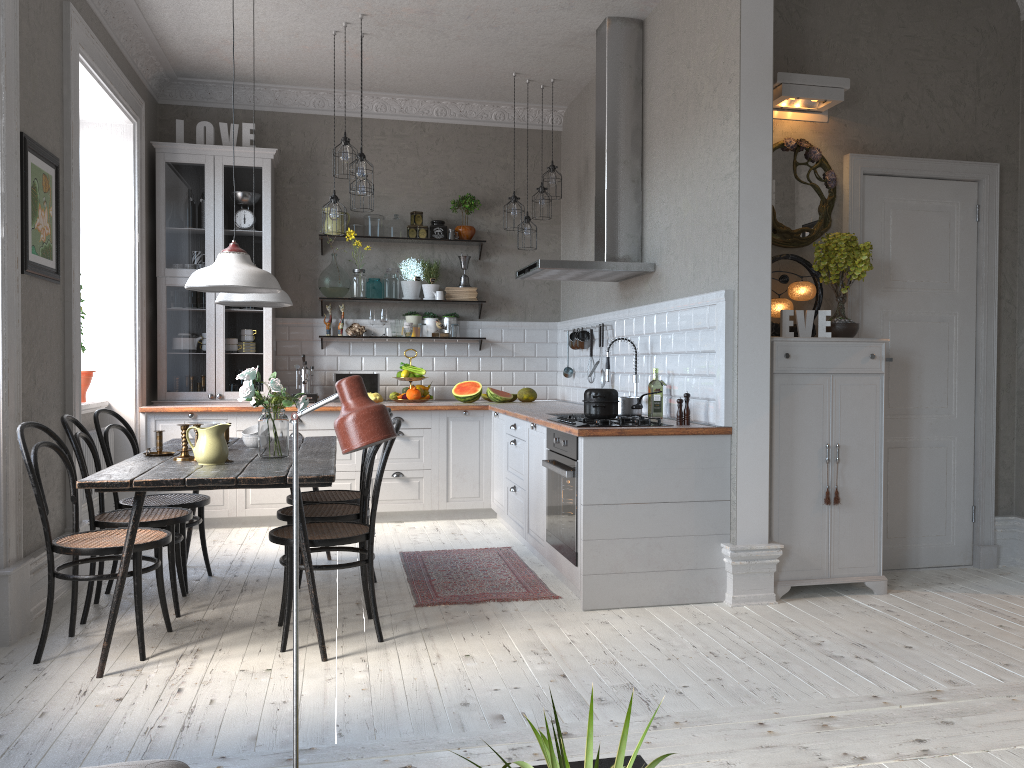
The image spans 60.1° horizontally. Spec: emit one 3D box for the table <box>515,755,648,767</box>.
[{"bbox_3d":[-0.003,0.979,1.228,0.857,0.303,1.298,0,1,-12],"label":"table"}]

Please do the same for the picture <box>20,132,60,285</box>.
[{"bbox_3d":[-2.185,-0.796,4.120,0.020,0.619,0.516,0,1,-11],"label":"picture"}]

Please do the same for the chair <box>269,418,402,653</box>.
[{"bbox_3d":[-0.749,0.610,3.772,0.555,0.920,0.433,0,1,-15],"label":"chair"}]

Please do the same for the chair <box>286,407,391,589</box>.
[{"bbox_3d":[-0.929,0.589,4.766,0.555,0.920,0.433,0,1,-15],"label":"chair"}]

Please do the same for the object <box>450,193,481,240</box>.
[{"bbox_3d":[-0.366,-1.357,7.228,0.259,0.397,0.243,0,1,12],"label":"object"}]

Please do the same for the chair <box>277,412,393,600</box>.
[{"bbox_3d":[-0.855,0.599,4.291,0.551,0.920,0.436,0,1,-5],"label":"chair"}]

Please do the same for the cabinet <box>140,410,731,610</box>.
[{"bbox_3d":[-0.393,0.597,5.816,4.113,0.854,2.027,1,1,34],"label":"cabinet"}]

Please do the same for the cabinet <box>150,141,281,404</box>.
[{"bbox_3d":[-2.215,-0.792,6.691,0.888,1.921,0.384,0,1,-13],"label":"cabinet"}]

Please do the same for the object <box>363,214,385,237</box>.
[{"bbox_3d":[-1.099,-1.250,7.065,0.169,0.184,0.175,1,1,27],"label":"object"}]

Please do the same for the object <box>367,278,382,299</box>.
[{"bbox_3d":[-1.107,-0.762,7.123,0.127,0.172,0.125,0,1,-9],"label":"object"}]

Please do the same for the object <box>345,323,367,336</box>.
[{"bbox_3d":[-1.246,-0.432,7.038,0.180,0.111,0.094,-1,1,-35],"label":"object"}]

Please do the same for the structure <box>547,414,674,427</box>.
[{"bbox_3d":[0.489,0.183,4.544,0.501,0.031,0.600,0,1,-12],"label":"structure"}]

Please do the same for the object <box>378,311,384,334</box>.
[{"bbox_3d":[-1.033,-0.488,7.124,0.083,0.217,0.080,0,1,-26],"label":"object"}]

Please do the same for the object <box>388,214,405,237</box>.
[{"bbox_3d":[-0.940,-1.269,7.198,0.137,0.220,0.143,1,1,37],"label":"object"}]

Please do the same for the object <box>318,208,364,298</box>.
[{"bbox_3d":[-1.398,-1.013,6.948,0.341,0.674,0.330,-1,2,-44],"label":"object"}]

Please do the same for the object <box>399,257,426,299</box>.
[{"bbox_3d":[-0.802,-0.854,7.193,0.244,0.354,0.235,0,1,6],"label":"object"}]

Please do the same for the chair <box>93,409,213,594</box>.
[{"bbox_3d":[-1.852,0.588,4.589,0.549,0.920,0.438,0,1,0],"label":"chair"}]

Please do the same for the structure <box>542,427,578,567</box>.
[{"bbox_3d":[0.514,0.548,4.553,0.624,0.623,0.616,0,1,-12],"label":"structure"}]

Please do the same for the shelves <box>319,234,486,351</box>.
[{"bbox_3d":[-0.877,-0.704,7.148,1.329,0.923,0.226,0,1,-13],"label":"shelves"}]

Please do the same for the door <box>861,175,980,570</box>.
[{"bbox_3d":[2.281,-0.055,4.959,0.759,2.183,0.079,0,1,-14],"label":"door"}]

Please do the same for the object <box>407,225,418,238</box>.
[{"bbox_3d":[-0.803,-1.215,7.128,0.083,0.113,0.082,0,1,-12],"label":"object"}]

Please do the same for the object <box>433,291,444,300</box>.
[{"bbox_3d":[-0.584,-0.710,7.130,0.105,0.071,0.063,1,1,17],"label":"object"}]

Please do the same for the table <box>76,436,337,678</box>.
[{"bbox_3d":[-1.298,0.692,4.204,0.913,0.735,1.902,0,1,-11],"label":"table"}]

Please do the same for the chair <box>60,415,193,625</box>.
[{"bbox_3d":[-1.777,0.598,4.111,0.555,0.920,0.433,0,1,-15],"label":"chair"}]

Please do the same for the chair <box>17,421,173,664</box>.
[{"bbox_3d":[-1.668,0.610,3.572,0.551,0.920,0.436,0,1,-5],"label":"chair"}]

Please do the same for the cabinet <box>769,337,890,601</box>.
[{"bbox_3d":[1.540,0.415,4.561,0.673,1.297,0.380,0,1,-13],"label":"cabinet"}]

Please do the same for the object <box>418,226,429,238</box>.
[{"bbox_3d":[-0.716,-1.214,7.145,0.083,0.113,0.082,0,1,-2],"label":"object"}]

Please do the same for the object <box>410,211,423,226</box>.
[{"bbox_3d":[-0.767,-1.326,7.122,0.084,0.113,0.081,-1,1,-32],"label":"object"}]

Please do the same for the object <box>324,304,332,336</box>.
[{"bbox_3d":[-1.458,-0.508,7.028,0.054,0.264,0.060,-1,2,-41],"label":"object"}]

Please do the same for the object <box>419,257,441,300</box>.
[{"bbox_3d":[-0.661,-0.865,7.173,0.166,0.380,0.188,1,2,39],"label":"object"}]

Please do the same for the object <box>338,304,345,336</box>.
[{"bbox_3d":[-1.352,-0.508,7.037,0.052,0.264,0.062,1,1,24],"label":"object"}]

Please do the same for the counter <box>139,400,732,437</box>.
[{"bbox_3d":[-0.808,0.190,5.559,3.191,0.039,3.358,0,1,-12],"label":"counter"}]

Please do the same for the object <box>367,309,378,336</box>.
[{"bbox_3d":[-1.119,-0.488,7.108,0.083,0.217,0.080,0,1,-26],"label":"object"}]

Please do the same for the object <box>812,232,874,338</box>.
[{"bbox_3d":[1.720,-0.511,4.602,0.293,0.553,0.345,1,1,22],"label":"object"}]

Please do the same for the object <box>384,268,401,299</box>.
[{"bbox_3d":[-0.974,-0.808,7.215,0.132,0.264,0.131,0,1,-7],"label":"object"}]

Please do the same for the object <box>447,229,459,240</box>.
[{"bbox_3d":[-0.477,-1.205,7.152,0.094,0.096,0.074,0,1,-12],"label":"object"}]

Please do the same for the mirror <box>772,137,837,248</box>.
[{"bbox_3d":[1.513,-1.029,4.753,0.538,0.593,0.070,0,1,-13],"label":"mirror"}]

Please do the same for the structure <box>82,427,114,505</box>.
[{"bbox_3d":[-2.601,0.509,5.348,0.150,0.428,1.210,0,1,-13],"label":"structure"}]

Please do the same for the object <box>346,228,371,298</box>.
[{"bbox_3d":[-1.218,-0.944,6.947,0.194,0.540,0.277,0,1,-20],"label":"object"}]

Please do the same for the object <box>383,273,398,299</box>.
[{"bbox_3d":[-0.969,-0.777,7.064,0.124,0.206,0.126,0,1,10],"label":"object"}]

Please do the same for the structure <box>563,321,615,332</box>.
[{"bbox_3d":[0.547,-0.406,6.486,0.095,0.053,1.075,0,1,-11],"label":"structure"}]

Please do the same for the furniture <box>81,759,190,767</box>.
[{"bbox_3d":[-0.784,0.879,1.170,0.589,0.476,0.820,0,1,-12],"label":"furniture"}]

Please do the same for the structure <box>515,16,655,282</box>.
[{"bbox_3d":[0.442,-1.478,5.561,0.719,1.595,0.705,0,1,-12],"label":"structure"}]

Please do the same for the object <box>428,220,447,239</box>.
[{"bbox_3d":[-0.605,-1.246,7.221,0.143,0.174,0.141,0,1,-12],"label":"object"}]

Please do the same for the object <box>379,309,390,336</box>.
[{"bbox_3d":[-1.014,-0.486,7.037,0.083,0.217,0.080,0,1,-26],"label":"object"}]
